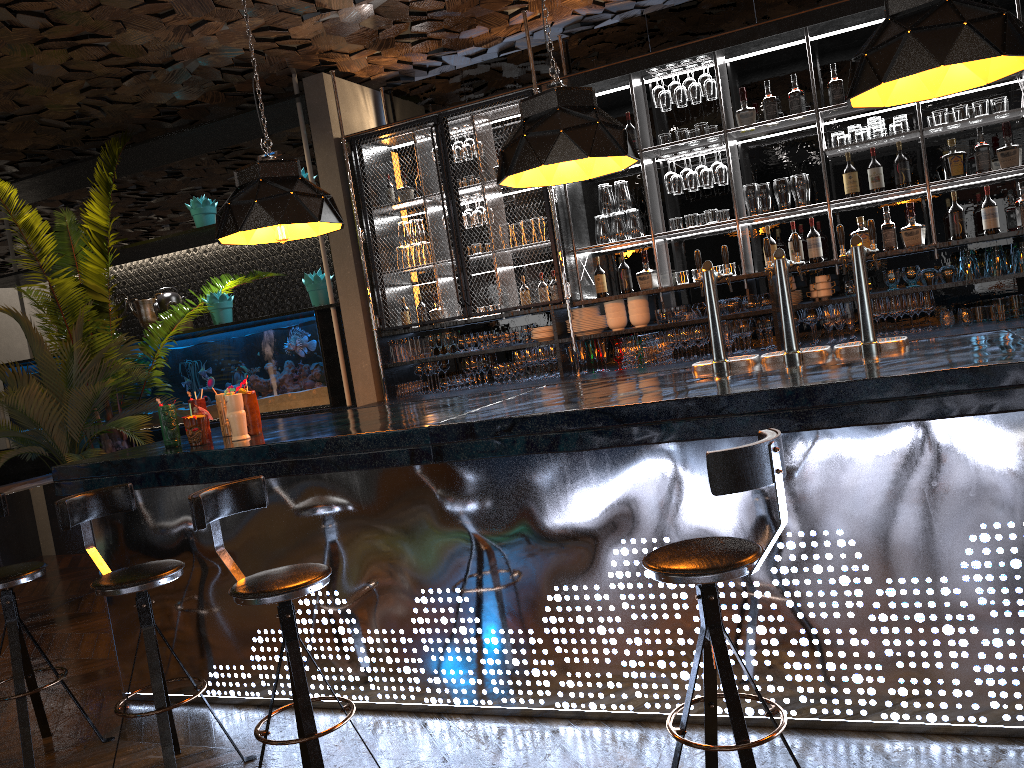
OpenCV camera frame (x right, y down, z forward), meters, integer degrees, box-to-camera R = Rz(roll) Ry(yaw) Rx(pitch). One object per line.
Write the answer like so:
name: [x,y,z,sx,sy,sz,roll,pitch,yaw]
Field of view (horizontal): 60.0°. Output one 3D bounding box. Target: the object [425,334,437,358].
object: [-0.602,-0.285,6.664,0.087,0.170,0.087,-10,4,-15]

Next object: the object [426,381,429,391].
object: [-0.669,0.020,7.061,0.034,0.080,0.034,-6,5,34]

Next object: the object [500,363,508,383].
object: [-0.067,-0.081,6.630,0.065,0.146,0.074,-6,5,36]

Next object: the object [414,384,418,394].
object: [-0.742,0.042,6.898,0.034,0.080,0.034,-6,4,33]

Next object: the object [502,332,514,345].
object: [-0.029,-0.327,6.510,0.078,0.099,0.078,-9,4,-9]

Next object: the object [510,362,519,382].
object: [0.023,-0.093,6.598,0.074,0.146,0.065,-12,5,-43]

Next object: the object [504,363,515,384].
object: [-0.018,-0.080,6.500,0.074,0.146,0.065,-8,4,18]

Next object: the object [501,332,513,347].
object: [-0.035,-0.320,6.415,0.078,0.099,0.078,-9,4,-9]

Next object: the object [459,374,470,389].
object: [-0.364,-0.019,6.726,0.093,0.101,0.093,-5,5,45]

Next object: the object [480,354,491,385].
object: [-0.217,-0.111,6.810,0.077,0.229,0.088,-9,4,-2]

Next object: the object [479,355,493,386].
object: [-0.194,-0.101,6.605,0.088,0.229,0.077,-7,4,23]

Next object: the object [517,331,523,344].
object: [0.045,-0.349,6.670,0.078,0.099,0.078,-9,4,-9]

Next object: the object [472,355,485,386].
object: [-0.255,-0.100,6.726,0.077,0.229,0.088,-6,5,40]

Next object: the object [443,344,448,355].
object: [-0.509,-0.314,6.880,0.087,0.170,0.087,-10,4,-15]

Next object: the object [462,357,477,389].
object: [-0.320,-0.079,6.567,0.088,0.229,0.077,-6,5,37]

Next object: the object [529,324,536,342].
object: [0.146,-0.378,6.625,0.074,0.131,0.074,-6,5,37]

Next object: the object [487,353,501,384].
object: [-0.142,-0.117,6.716,0.088,0.229,0.077,-7,4,25]

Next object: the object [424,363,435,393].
object: [-0.649,-0.046,6.851,0.091,0.227,0.091,-11,4,-27]

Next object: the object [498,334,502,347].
object: [-0.110,-0.318,6.548,0.078,0.103,0.078,-10,4,-23]

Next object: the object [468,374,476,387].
object: [-0.320,-0.032,6.816,0.093,0.101,0.093,-6,5,39]

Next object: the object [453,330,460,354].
object: [-0.432,-0.323,6.833,0.087,0.170,0.087,-10,4,-15]

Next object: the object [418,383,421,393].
object: [-0.719,0.035,6.941,0.034,0.080,0.034,-8,4,6]

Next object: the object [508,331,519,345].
object: [0.008,-0.338,6.595,0.078,0.099,0.078,-9,4,-9]

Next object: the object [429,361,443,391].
object: [-0.603,-0.062,6.976,0.091,0.227,0.091,-7,4,27]

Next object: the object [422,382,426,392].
object: [-0.689,0.025,7.020,0.034,0.080,0.034,-6,5,33]

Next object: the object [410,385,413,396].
object: [-0.775,0.052,6.816,0.034,0.080,0.034,-10,4,-11]

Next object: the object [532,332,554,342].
object: [0.248,-0.342,6.369,0.211,0.060,0.209,-10,4,-17]

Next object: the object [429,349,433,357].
object: [-0.657,-0.292,7.025,0.051,0.152,0.058,-10,4,-15]

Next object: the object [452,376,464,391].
object: [-0.400,-0.007,6.626,0.093,0.101,0.093,-10,4,-13]

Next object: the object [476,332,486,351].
object: [-0.223,-0.313,6.503,0.074,0.131,0.074,-6,5,37]

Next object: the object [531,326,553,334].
object: [0.243,-0.383,6.366,0.209,0.060,0.211,-10,4,-21]

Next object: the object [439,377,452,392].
object: [-0.500,0.006,6.670,0.093,0.101,0.093,-9,4,-8]

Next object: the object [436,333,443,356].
object: [-0.555,-0.299,6.772,0.087,0.170,0.087,-10,4,-15]

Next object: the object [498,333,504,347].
object: [-0.076,-0.329,6.632,0.078,0.103,0.078,-10,4,-23]

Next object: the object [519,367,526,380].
object: [0.067,-0.106,6.690,0.065,0.146,0.074,-12,5,-44]

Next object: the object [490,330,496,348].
object: [-0.152,-0.334,6.660,0.074,0.131,0.074,-6,5,37]

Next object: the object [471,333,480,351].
object: [-0.280,-0.316,6.672,0.081,0.132,0.081,-9,4,-4]

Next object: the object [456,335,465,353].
object: [-0.379,-0.299,6.642,0.081,0.132,0.081,-9,4,-4]

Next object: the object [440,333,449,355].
object: [-0.489,-0.305,6.700,0.087,0.170,0.087,-10,4,-15]

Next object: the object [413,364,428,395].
object: [-0.693,-0.033,6.753,0.091,0.227,0.091,-10,4,-14]

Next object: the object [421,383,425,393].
object: [-0.705,0.031,6.979,0.034,0.080,0.034,-7,4,23]

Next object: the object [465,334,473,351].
object: [-0.322,-0.317,6.776,0.081,0.132,0.081,-9,4,-4]

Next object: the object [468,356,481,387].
object: [-0.283,-0.090,6.650,0.088,0.229,0.077,-10,4,-16]

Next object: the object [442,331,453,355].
object: [-0.469,-0.301,6.593,0.087,0.170,0.087,-10,4,-15]

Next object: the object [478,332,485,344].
object: [-0.226,-0.333,6.788,0.081,0.132,0.081,-9,4,-4]

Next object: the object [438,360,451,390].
object: [-0.517,-0.071,6.912,0.091,0.227,0.091,-10,4,-13]

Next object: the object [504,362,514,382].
object: [-0.029,-0.093,6.719,0.074,0.146,0.065,-12,5,-36]

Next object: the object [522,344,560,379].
object: [0.276,-0.174,6.623,0.376,0.227,0.186,-7,4,22]

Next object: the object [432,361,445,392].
object: [-0.566,-0.056,6.807,0.091,0.227,0.091,-10,4,-13]

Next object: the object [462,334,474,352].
object: [-0.324,-0.302,6.561,0.081,0.132,0.081,-9,4,-4]

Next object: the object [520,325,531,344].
object: [0.103,-0.360,6.452,0.074,0.131,0.074,-6,5,37]

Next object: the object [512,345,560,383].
object: [0.199,-0.150,6.444,0.376,0.227,0.186,-7,4,22]

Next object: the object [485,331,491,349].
object: [-0.186,-0.324,6.581,0.074,0.131,0.074,-6,5,37]

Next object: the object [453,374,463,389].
object: [-0.416,-0.020,6.861,0.093,0.101,0.093,-8,4,10]

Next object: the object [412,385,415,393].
object: [-0.757,0.047,6.861,0.034,0.080,0.034,-9,4,-9]

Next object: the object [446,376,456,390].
object: [-0.458,-0.007,6.766,0.093,0.101,0.093,-10,4,-15]

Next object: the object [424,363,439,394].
object: [-0.609,-0.043,6.713,0.091,0.227,0.091,-12,5,-43]

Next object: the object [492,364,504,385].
object: [-0.106,-0.068,6.535,0.074,0.146,0.065,-9,4,0]
